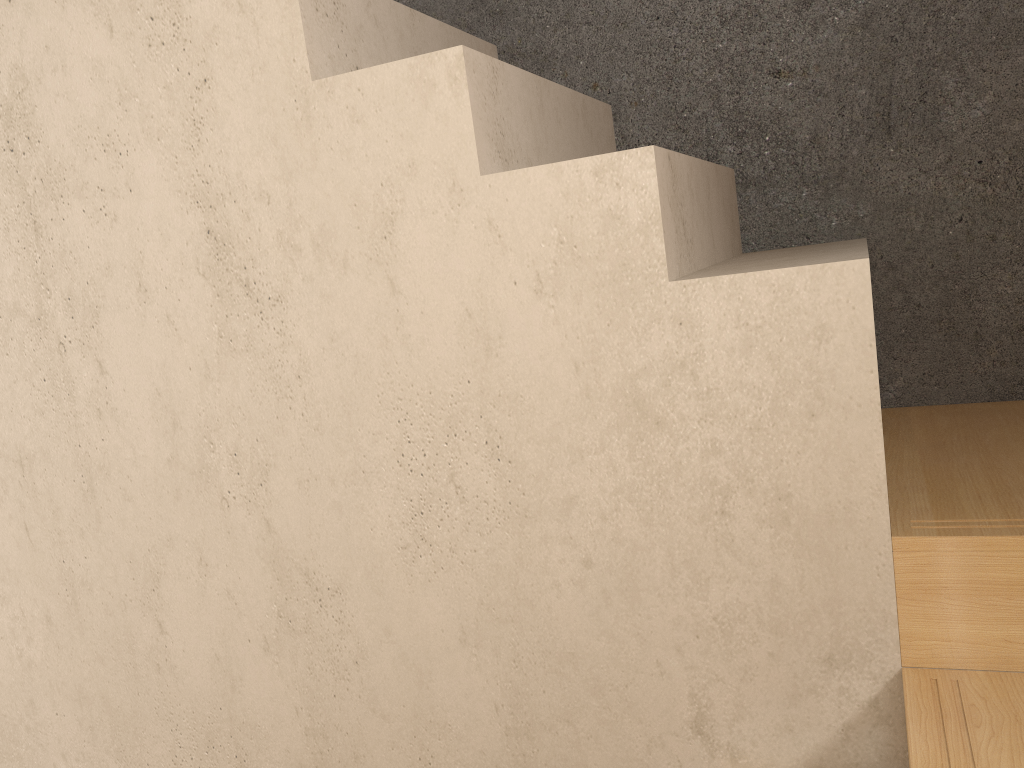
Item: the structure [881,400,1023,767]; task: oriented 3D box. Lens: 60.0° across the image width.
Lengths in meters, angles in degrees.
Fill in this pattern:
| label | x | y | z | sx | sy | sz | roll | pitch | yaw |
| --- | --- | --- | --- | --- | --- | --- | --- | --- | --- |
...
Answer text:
| label | x | y | z | sx | sy | sz | roll | pitch | yaw |
| --- | --- | --- | --- | --- | --- | --- | --- | --- | --- |
| structure | 0.318 | 0.788 | 1.140 | 2.400 | 1.110 | 1.950 | -5 | 9 | 22 |
